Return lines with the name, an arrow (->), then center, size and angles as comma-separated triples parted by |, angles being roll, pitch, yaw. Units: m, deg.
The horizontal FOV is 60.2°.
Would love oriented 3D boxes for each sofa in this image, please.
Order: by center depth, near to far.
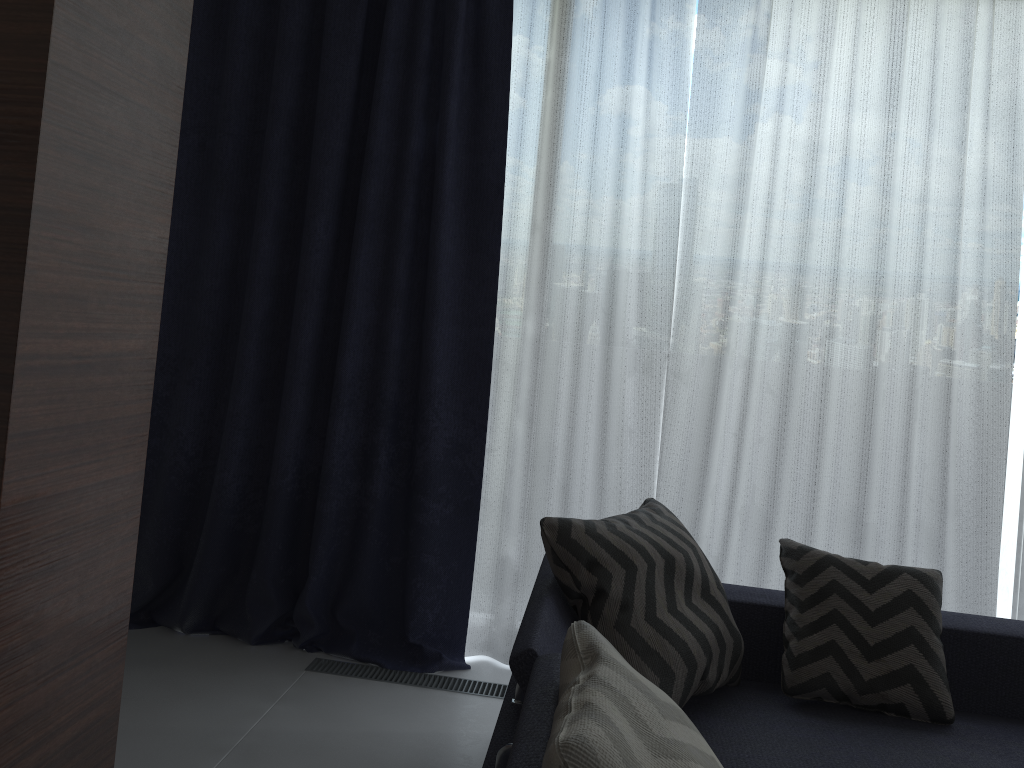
sofa -> 0.835, 0.873, 1.027 | 1.900, 0.608, 2.873 | 6, 3, 7

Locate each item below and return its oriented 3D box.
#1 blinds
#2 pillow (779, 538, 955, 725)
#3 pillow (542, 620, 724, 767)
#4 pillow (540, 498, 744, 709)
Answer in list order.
blinds -> 1.398, -0.111, 0.217 | 7.144, 2.775, 5.796 | 6, 3, 10
pillow -> 0.885, 0.614, 2.223 | 0.415, 0.345, 0.286 | 6, 0, 12
pillow -> 0.213, 0.606, 1.212 | 0.343, 0.388, 0.495 | 5, 2, 7
pillow -> 0.322, 0.578, 2.134 | 0.357, 0.519, 0.595 | 5, 1, 37
